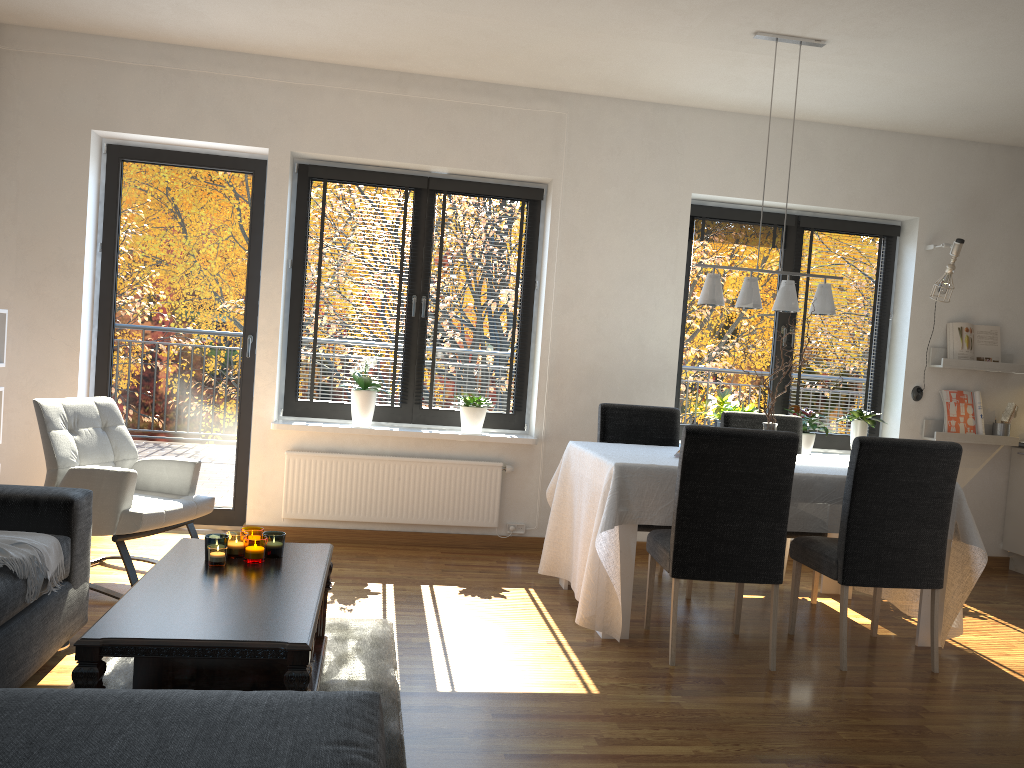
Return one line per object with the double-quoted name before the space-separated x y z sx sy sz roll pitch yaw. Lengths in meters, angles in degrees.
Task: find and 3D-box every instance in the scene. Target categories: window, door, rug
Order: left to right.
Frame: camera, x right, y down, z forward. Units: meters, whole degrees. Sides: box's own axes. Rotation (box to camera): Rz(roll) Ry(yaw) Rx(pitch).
"door" -1.989 -0.269 5.291 0.976 2.276 0.119 4 3 -9
"rug" -0.895 1.016 2.859 1.052 0.034 1.812 4 2 -9
"window" -1.876 1.228 17.292 12.966 18.382 21.827 5 2 21
"window" 1.785 -0.354 5.860 1.561 1.589 0.119 4 3 -9

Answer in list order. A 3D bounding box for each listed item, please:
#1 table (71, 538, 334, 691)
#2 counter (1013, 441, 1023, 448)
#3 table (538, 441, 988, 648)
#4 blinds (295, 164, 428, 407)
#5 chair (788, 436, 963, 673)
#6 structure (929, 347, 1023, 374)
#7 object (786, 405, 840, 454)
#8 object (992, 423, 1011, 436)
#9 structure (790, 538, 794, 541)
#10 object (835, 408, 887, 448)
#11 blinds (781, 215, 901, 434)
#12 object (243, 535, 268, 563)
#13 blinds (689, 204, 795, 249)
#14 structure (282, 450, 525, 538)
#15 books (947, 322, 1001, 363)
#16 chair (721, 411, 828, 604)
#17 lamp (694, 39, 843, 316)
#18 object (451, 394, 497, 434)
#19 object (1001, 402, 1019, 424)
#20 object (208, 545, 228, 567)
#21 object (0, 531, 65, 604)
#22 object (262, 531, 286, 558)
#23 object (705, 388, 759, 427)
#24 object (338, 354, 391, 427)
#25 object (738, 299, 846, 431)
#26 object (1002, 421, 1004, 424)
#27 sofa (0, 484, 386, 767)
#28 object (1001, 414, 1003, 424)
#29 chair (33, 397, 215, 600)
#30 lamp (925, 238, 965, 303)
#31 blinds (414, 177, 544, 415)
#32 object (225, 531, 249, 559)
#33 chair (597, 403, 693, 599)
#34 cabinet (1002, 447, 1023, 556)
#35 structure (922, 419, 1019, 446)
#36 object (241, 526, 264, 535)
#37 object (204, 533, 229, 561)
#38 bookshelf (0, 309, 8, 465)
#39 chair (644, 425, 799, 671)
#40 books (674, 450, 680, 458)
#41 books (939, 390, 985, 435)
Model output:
"table" -0.881 0.814 2.762 0.570 0.409 1.178 4 2 -9
"counter" 3.934 0.581 3.881 0.622 0.192 4.247 4 2 -9
"table" 1.133 0.748 4.353 1.856 0.763 1.234 4 2 -8
"blinds" -0.918 -0.582 5.398 0.710 1.423 0.049 4 3 -9
"chair" 1.554 0.694 3.878 0.461 0.961 0.544 4 2 -9
"structure" 3.034 -0.152 5.775 0.594 0.129 0.147 4 2 -9
"object" 1.871 0.293 5.680 0.380 0.309 0.370 3 2 -34
"object" 3.213 0.320 5.827 0.103 0.124 0.103 4 2 -11
"structure" 1.642 0.822 5.649 1.457 0.460 0.078 4 3 -8
"object" 2.255 0.314 5.794 0.292 0.316 0.353 4 2 -18
"blinds" 2.174 -0.369 5.881 0.710 1.423 0.049 4 3 -9
"object" -0.873 0.561 3.008 0.079 0.081 0.079 4 2 -14
"blinds" 1.482 -1.014 5.739 0.710 0.230 0.049 4 3 -9
"structure" -0.621 0.666 5.296 1.457 0.460 0.078 4 3 -10
"books" 3.025 -0.244 5.788 0.364 0.299 0.109 4 2 -9
"chair" 1.406 0.654 4.850 0.461 0.961 0.544 4 2 -4
"lamp" 1.281 -1.000 4.272 0.760 1.285 0.131 4 3 -9
"object" -0.239 0.181 5.420 0.267 0.237 0.283 3 2 -27
"object" 3.249 0.249 5.797 0.119 0.267 0.059 3 3 -17
"object" -0.969 0.566 2.919 0.060 0.061 0.060 4 2 -4
"object" -1.741 0.555 2.726 0.606 0.212 0.488 4 2 -13
"object" -0.833 0.561 3.096 0.079 0.081 0.079 4 2 -14
"object" 1.393 0.221 5.631 0.333 0.385 0.299 4 2 6
"object" -0.866 0.036 5.263 0.286 0.444 0.340 3 2 -21
"object" 1.298 -0.012 4.306 0.403 0.785 0.614 3 3 -34
"object" 3.218 0.287 5.830 0.039 0.178 0.007 6 3 32
"sofa" -1.397 0.585 2.153 2.163 0.848 2.507 4 2 -9
"object" 3.209 0.279 5.818 0.007 0.201 0.020 5 3 12
"chair" -1.818 0.502 4.108 0.684 0.832 0.545 5 2 16
"lamp" 2.739 -0.714 5.633 0.131 0.395 0.311 4 2 -4
"blinds" -0.205 -0.533 5.509 0.710 1.423 0.049 4 3 -9
"object" -0.950 0.554 3.052 0.079 0.081 0.079 4 2 -14
"chair" 0.712 0.606 4.742 0.461 0.961 0.544 4 2 -9
"cabinet" 3.629 0.850 3.849 0.040 0.691 4.220 4 2 -9
"structure" 2.999 0.319 5.796 0.594 0.129 0.147 4 2 -9
"object" -0.924 0.553 3.148 0.079 0.081 0.079 4 2 -14
"object" -0.997 0.552 2.990 0.079 0.081 0.079 4 2 -14
"bookshelf" -2.675 0.231 4.002 0.237 1.201 1.189 4 2 -9
"chair" 0.860 0.646 3.769 0.461 0.961 0.544 4 2 -4
"books" 0.924 0.345 4.225 0.278 0.022 0.204 5 2 18
"books" 2.945 0.205 5.793 0.283 0.331 0.138 4 2 -11
